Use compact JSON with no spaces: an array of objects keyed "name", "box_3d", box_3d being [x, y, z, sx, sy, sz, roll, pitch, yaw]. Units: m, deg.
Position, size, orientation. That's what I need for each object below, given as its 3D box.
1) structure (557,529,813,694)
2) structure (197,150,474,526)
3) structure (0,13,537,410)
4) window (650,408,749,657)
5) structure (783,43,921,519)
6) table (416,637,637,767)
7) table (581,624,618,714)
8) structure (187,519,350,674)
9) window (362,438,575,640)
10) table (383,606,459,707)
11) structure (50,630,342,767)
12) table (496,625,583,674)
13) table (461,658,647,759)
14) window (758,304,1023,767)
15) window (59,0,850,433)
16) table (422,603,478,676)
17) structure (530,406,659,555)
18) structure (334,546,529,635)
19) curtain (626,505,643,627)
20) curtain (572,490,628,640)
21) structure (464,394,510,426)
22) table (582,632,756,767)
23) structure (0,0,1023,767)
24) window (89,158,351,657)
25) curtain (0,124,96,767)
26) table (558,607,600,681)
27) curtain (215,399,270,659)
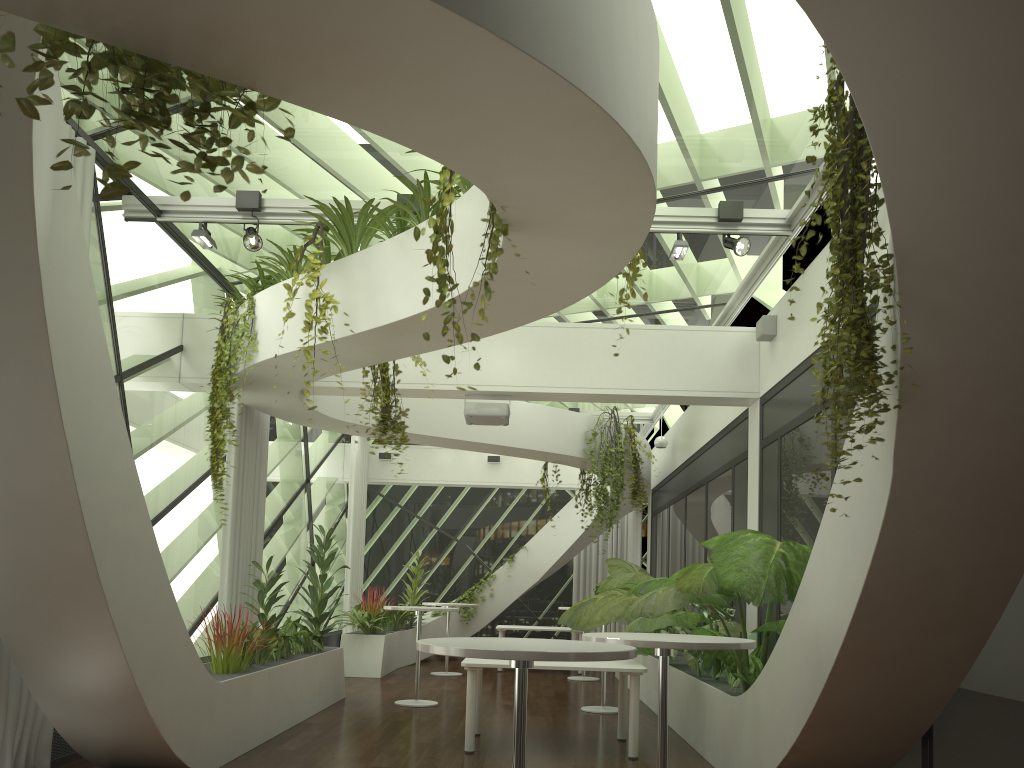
[{"name":"structure","box_3d":[1.336,2.617,9.338,1.782,1.684,9.107,2,-13,1]},{"name":"structure","box_3d":[-1.320,-0.069,6.899,1.458,2.275,4.688,7,-12,-34]},{"name":"structure","box_3d":[-1.092,-0.782,2.832,3.236,1.831,1.243,9,-10,-33]},{"name":"window","box_3d":[2.459,2.687,12.332,0.050,3.181,7.347,2,-12,2]},{"name":"structure","box_3d":[1.361,-0.568,3.251,0.615,2.086,1.083,1,-6,13]},{"name":"table","box_3d":[0.040,1.559,3.396,0.857,1.080,0.871,4,-8,-13]},{"name":"table","box_3d":[1.057,3.141,9.891,0.859,1.080,0.869,-4,-10,36]},{"name":"structure","box_3d":[-2.192,1.932,8.193,0.854,1.569,3.403,2,-12,1]},{"name":"window","box_3d":[-0.252,3.265,17.969,5.736,4.580,0.038,2,-4,1]},{"name":"table","box_3d":[-1.049,3.085,9.938,0.859,1.080,0.869,-4,-10,36]},{"name":"structure","box_3d":[-3.168,3.394,10.268,0.259,0.494,15.486,2,-13,2]},{"name":"table","box_3d":[0.483,4.474,14.770,1.500,0.707,1.091,2,-11,1]},{"name":"table","box_3d":[0.337,2.735,7.497,1.500,0.707,1.091,2,-11,1]},{"name":"window","box_3d":[2.308,0.894,4.831,0.050,3.182,7.256,2,-12,2]},{"name":"window","box_3d":[-0.371,-0.979,9.843,5.686,0.054,17.108,1,-13,1]},{"name":"table","box_3d":[-0.977,3.939,13.510,0.859,1.080,0.869,-4,-10,36]},{"name":"structure","box_3d":[1.122,1.361,12.276,1.648,2.042,1.452,7,-9,-33]},{"name":"structure","box_3d":[-1.748,3.457,14.951,2.041,1.643,4.856,-4,-14,32]},{"name":"curtain","box_3d":[2.370,3.259,16.863,0.160,4.031,1.014,2,-5,0]},{"name":"curtain","box_3d":[1.863,3.436,17.675,1.230,4.031,0.162,2,-4,0]},{"name":"structure","box_3d":[-0.247,0.256,8.749,0.462,0.272,0.396,2,-10,1]},{"name":"table","box_3d":[0.765,1.811,4.355,0.857,1.080,0.871,4,-8,-13]},{"name":"structure","box_3d":[-0.640,0.797,4.969,5.916,4.145,24.927,1,-13,7]},{"name":"window","box_3d":[-3.275,1.202,9.730,0.084,4.551,17.140,2,-13,2]},{"name":"curtain","box_3d":[-2.927,0.357,5.207,0.209,4.119,1.103,2,-5,2]},{"name":"table","box_3d":[1.129,3.994,13.462,0.859,1.080,0.869,-4,-10,36]},{"name":"curtain","box_3d":[-2.891,1.330,9.471,0.160,4.031,1.060,2,-5,0]}]
